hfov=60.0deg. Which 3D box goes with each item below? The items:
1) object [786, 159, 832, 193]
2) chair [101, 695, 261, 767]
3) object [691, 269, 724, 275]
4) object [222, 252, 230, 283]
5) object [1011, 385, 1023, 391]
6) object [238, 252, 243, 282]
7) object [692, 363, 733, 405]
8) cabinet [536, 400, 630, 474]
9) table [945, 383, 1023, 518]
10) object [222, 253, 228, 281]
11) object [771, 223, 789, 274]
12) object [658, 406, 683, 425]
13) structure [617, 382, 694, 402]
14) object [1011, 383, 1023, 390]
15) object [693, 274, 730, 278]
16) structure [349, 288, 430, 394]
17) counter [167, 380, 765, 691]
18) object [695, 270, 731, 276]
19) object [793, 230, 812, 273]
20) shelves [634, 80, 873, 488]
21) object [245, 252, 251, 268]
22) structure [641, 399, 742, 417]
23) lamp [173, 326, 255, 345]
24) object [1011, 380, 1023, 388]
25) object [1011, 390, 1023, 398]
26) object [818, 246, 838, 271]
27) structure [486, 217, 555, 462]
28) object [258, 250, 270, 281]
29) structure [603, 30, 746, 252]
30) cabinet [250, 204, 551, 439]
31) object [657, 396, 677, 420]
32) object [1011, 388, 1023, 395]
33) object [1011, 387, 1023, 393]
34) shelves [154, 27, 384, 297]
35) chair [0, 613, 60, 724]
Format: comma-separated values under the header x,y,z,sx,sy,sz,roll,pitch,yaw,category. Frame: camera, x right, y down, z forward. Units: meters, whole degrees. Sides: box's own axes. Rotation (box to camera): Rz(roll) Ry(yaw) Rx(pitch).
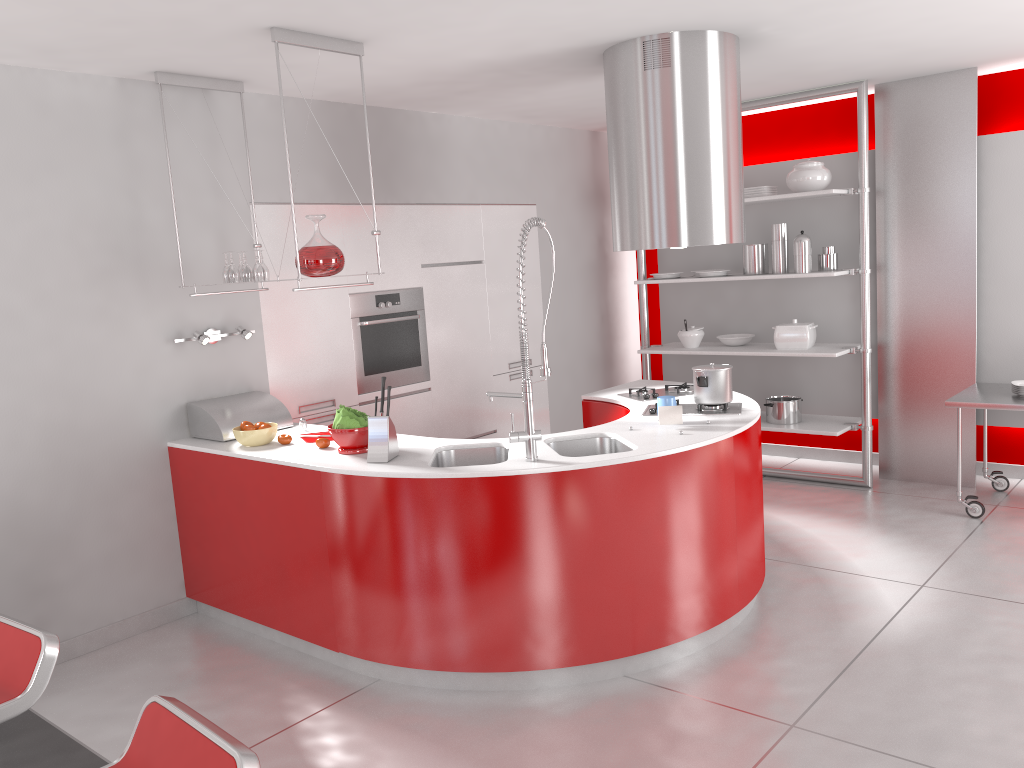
x,y,z,sx,sy,sz,roll,pitch,yaw,category
1.954,-1.364,5.839,0.287,0.222,0.287,-5,8,-5,object
-0.686,1.063,1.534,0.460,0.857,0.418,-12,11,-44,chair
1.436,-0.814,6.512,0.244,0.042,0.244,1,9,32,object
-1.327,-0.542,4.137,0.060,0.141,0.060,-1,8,17,object
2.966,0.025,5.032,0.228,0.020,0.228,-1,9,22,object
-1.310,-0.565,4.298,0.060,0.141,0.060,3,10,40,object
0.947,-0.007,4.182,0.189,0.185,0.218,-4,8,3,object
-0.298,0.592,4.402,1.875,0.761,1.025,-4,8,-4,cabinet
3.333,0.411,4.849,1.627,0.682,0.749,3,11,41,table
-1.357,-0.552,4.227,0.060,0.141,0.060,3,10,40,object
1.787,-0.900,5.911,0.109,0.329,0.110,2,10,38,object
0.682,0.132,3.815,0.100,0.080,0.109,-2,8,11,object
0.829,0.033,4.756,0.457,0.037,0.303,-7,8,-19,structure
2.965,0.015,5.031,0.228,0.020,0.228,-1,9,22,object
1.414,-0.759,6.227,0.280,0.015,0.280,-7,8,-20,object
-0.725,-0.272,5.409,0.050,0.589,0.599,3,10,40,structure
-0.118,0.640,4.201,2.865,0.880,1.868,-6,8,-15,counter
1.413,-0.772,6.225,0.244,0.042,0.244,0,9,25,object
1.890,-0.859,5.766,0.115,0.274,0.115,1,9,33,object
1.634,-0.633,6.228,1.735,2.599,0.535,3,10,40,shelves
-1.266,-0.558,4.220,0.060,0.141,0.060,3,10,40,object
0.860,0.105,4.227,0.457,0.037,0.303,-2,8,16,structure
-1.464,-0.240,4.442,0.155,0.081,0.454,3,10,40,lamp
2.964,0.005,5.029,0.228,0.020,0.228,-1,9,22,object
2.968,0.055,5.036,0.228,0.020,0.228,-1,9,22,object
2.085,-0.827,5.855,0.127,0.157,0.127,-10,10,-38,object
0.046,-0.170,3.401,0.308,0.920,0.178,-5,8,-6,structure
-1.176,-0.558,4.175,0.060,0.141,0.060,3,10,40,object
0.793,-1.145,4.330,0.644,0.958,0.644,-3,8,7,structure
-0.759,-0.128,5.866,0.614,2.026,2.398,3,10,40,cabinet
0.688,0.105,3.942,0.080,0.100,0.109,-2,8,14,object
2.967,0.045,5.035,0.228,0.020,0.228,-1,9,22,object
2.966,0.035,5.034,0.228,0.020,0.228,-1,9,22,object
-1.093,-0.930,3.971,0.934,1.023,0.462,3,10,40,shelves
-1.320,1.031,2.079,0.418,0.857,0.460,2,10,36,chair
